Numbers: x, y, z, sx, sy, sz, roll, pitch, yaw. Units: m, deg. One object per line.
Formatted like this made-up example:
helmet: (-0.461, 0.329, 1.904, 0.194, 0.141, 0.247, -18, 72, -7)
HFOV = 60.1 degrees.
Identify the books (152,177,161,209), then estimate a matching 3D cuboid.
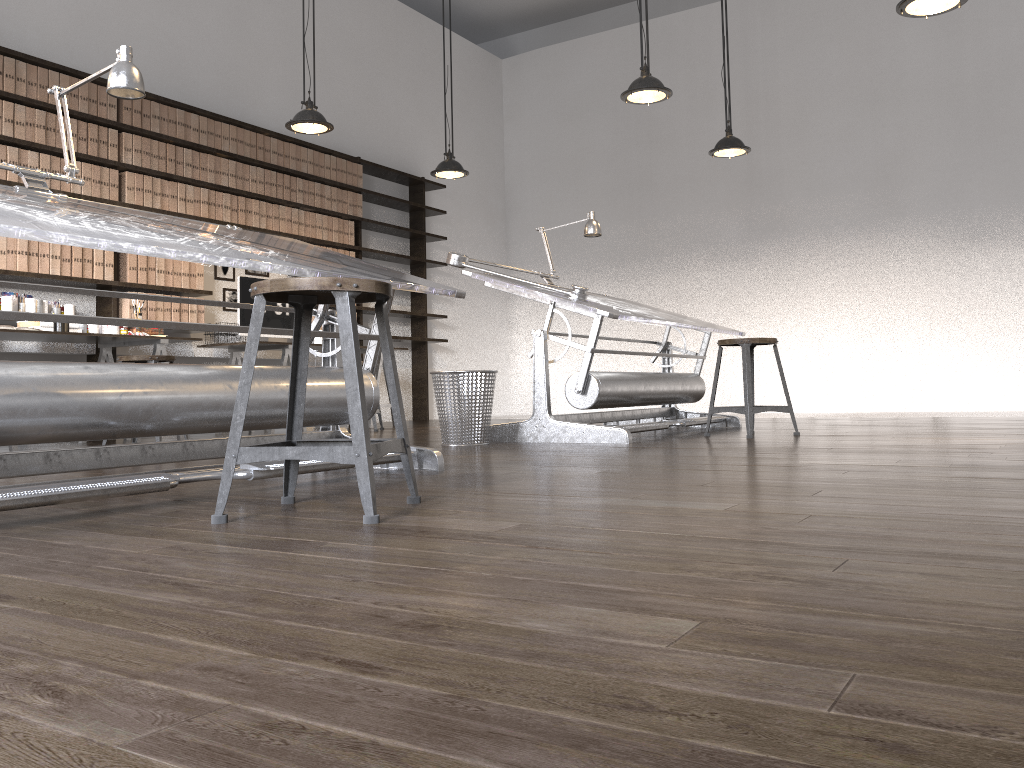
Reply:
books: (-2.594, -1.350, 6.333, 0.174, 0.226, 0.066, -3, -4, 32)

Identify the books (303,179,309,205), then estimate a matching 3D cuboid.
books: (-1.828, -1.625, 7.587, 0.174, 0.226, 0.066, -3, -4, 32)

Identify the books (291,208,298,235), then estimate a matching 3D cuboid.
books: (-1.886, -1.356, 7.457, 0.174, 0.226, 0.066, -3, -4, 32)

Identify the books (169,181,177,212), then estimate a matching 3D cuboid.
books: (-2.521, -1.351, 6.453, 0.174, 0.226, 0.066, -3, -4, 32)

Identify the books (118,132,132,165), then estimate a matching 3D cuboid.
books: (-2.722, -1.618, 6.155, 0.174, 0.226, 0.066, -3, -4, 32)

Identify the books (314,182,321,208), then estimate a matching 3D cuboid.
books: (-1.750, -1.626, 7.701, 0.174, 0.226, 0.067, -3, -4, 32)

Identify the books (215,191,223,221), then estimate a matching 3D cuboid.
books: (-2.304, -1.352, 6.801, 0.174, 0.226, 0.066, -3, -4, 32)

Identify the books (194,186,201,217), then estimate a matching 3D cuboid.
books: (-2.412, -1.352, 6.626, 0.174, 0.226, 0.066, -3, -4, 32)

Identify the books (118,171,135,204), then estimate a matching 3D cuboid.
books: (-2.705, -1.349, 6.158, 0.174, 0.226, 0.066, -3, -4, 32)

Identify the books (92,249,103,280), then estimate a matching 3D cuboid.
books: (-2.815, -0.801, 5.923, 0.174, 0.226, 0.067, -3, -4, 32)

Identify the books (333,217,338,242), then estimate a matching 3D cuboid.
books: (-1.629, -1.358, 7.867, 0.174, 0.226, 0.067, -3, -4, 32)

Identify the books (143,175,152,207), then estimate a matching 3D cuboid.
books: (-2.629, -1.350, 6.270, 0.174, 0.226, 0.066, -3, -4, 32)

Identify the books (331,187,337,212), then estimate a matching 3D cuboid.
books: (-1.643, -1.627, 7.873, 0.174, 0.226, 0.067, -3, -4, 32)

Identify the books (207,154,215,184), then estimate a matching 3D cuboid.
books: (-2.347, -1.621, 6.748, 0.174, 0.226, 0.067, -3, -4, 32)

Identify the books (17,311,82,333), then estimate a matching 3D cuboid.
books: (-2.769, -0.354, 5.353, 0.385, 0.148, 0.294, -2, -1, 32)

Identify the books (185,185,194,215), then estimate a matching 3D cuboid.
books: (-2.444, -1.351, 6.572, 0.174, 0.226, 0.066, -3, -4, 32)

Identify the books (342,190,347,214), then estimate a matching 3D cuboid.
books: (-1.574, -1.627, 7.995, 0.174, 0.226, 0.066, -3, -4, 32)

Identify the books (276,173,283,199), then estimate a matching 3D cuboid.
books: (-1.983, -1.624, 7.341, 0.174, 0.226, 0.066, -3, -4, 32)

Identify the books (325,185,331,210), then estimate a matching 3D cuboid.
books: (-1.683, -1.627, 7.813, 0.174, 0.226, 0.066, -3, -4, 32)

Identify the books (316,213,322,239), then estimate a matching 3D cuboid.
books: (-1.737, -1.357, 7.697, 0.174, 0.226, 0.067, -3, -4, 32)

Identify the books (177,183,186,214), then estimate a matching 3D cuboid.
books: (-2.481, -1.351, 6.510, 0.174, 0.226, 0.067, -3, -4, 32)

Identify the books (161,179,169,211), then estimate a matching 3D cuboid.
books: (-2.560, -1.350, 6.394, 0.174, 0.226, 0.066, -3, -4, 32)

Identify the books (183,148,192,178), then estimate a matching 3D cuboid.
books: (-2.459, -1.620, 6.572, 0.174, 0.226, 0.066, -3, -4, 32)

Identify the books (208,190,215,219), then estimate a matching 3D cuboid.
books: (-2.342, -1.352, 6.741, 0.174, 0.226, 0.066, -3, -4, 32)

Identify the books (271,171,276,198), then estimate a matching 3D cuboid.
books: (-2.021, -1.624, 7.276, 0.174, 0.226, 0.066, -3, -4, 32)

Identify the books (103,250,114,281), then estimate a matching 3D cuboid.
books: (-2.775, -0.801, 5.990, 0.174, 0.226, 0.066, -3, -4, 32)

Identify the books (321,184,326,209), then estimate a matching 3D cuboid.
books: (-1.718, -1.626, 7.760, 0.174, 0.226, 0.066, -3, -4, 32)

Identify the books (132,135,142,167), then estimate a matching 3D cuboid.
books: (-2.681, -1.619, 6.214, 0.174, 0.226, 0.066, -3, -4, 32)

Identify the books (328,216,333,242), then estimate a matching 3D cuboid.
books: (-1.668, -1.358, 7.813, 0.174, 0.226, 0.066, -3, -4, 32)

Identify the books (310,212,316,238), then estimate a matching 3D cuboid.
books: (-1.778, -1.357, 7.640, 0.174, 0.226, 0.066, -3, -4, 32)

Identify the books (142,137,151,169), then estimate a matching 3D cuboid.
books: (-2.642, -1.619, 6.276, 0.174, 0.226, 0.067, -3, -4, 32)

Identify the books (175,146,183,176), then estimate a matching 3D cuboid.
books: (-2.501, -1.620, 6.515, 0.174, 0.226, 0.066, -3, -4, 32)

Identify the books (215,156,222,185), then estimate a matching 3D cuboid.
books: (-2.315, -1.622, 6.807, 0.174, 0.226, 0.066, -3, -4, 32)

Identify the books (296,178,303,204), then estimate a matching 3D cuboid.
books: (-1.862, -1.625, 7.525, 0.174, 0.226, 0.066, -3, -4, 32)

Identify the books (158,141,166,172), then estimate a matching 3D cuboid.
books: (-2.580, -1.619, 6.388, 0.174, 0.226, 0.066, -3, -4, 32)

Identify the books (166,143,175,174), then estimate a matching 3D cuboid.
books: (-2.536, -1.620, 6.448, 0.174, 0.226, 0.067, -3, -4, 32)

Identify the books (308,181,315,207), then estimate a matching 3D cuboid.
books: (-1.790, -1.626, 7.647, 0.174, 0.226, 0.066, -3, -4, 32)

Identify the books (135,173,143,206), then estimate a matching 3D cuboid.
books: (-2.668, -1.350, 6.209, 0.174, 0.226, 0.067, -3, -4, 32)

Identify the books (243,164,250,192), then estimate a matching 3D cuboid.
books: (-2.171, -1.623, 7.042, 0.174, 0.226, 0.066, -3, -4, 32)

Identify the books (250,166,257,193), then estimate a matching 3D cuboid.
books: (-2.131, -1.623, 7.099, 0.174, 0.226, 0.066, -3, -4, 32)

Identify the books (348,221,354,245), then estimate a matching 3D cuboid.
books: (-1.519, -1.359, 8.046, 0.174, 0.226, 0.066, -3, -4, 32)

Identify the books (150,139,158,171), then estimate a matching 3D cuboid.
books: (-2.613, -1.619, 6.331, 0.174, 0.226, 0.066, -3, -4, 32)

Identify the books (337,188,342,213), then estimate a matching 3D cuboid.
books: (-1.609, -1.627, 7.935, 0.174, 0.226, 0.066, -3, -4, 32)

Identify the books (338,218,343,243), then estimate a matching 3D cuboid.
books: (-1.598, -1.358, 7.928, 0.174, 0.226, 0.066, -3, -4, 32)

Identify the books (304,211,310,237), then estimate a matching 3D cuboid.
books: (-1.816, -1.356, 7.581, 0.174, 0.226, 0.066, -3, -4, 32)

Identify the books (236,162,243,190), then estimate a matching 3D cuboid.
books: (-2.206, -1.622, 6.982, 0.174, 0.226, 0.066, -3, -4, 32)

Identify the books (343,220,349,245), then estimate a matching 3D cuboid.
books: (-1.560, -1.358, 7.988, 0.174, 0.226, 0.066, -3, -4, 32)

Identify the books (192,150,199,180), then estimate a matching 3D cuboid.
books: (-2.425, -1.621, 6.634, 0.174, 0.226, 0.066, -3, -4, 32)

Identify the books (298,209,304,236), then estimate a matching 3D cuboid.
books: (-1.850, -1.356, 7.520, 0.174, 0.226, 0.066, -3, -4, 32)

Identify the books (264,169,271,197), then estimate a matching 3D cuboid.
books: (-2.051, -1.624, 7.220, 0.174, 0.226, 0.067, -3, -4, 32)

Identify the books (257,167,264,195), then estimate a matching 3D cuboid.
books: (-2.089, -1.623, 7.158, 0.174, 0.226, 0.066, -3, -4, 32)

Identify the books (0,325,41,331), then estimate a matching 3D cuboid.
books: (-2.828, -0.301, 4.920, 0.256, 0.029, 0.354, -2, -1, 32)

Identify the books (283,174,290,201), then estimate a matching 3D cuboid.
books: (-1.939, -1.625, 7.401, 0.174, 0.226, 0.067, -3, -4, 32)

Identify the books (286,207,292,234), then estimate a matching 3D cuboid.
books: (-1.924, -1.356, 7.396, 0.174, 0.226, 0.067, -3, -4, 32)

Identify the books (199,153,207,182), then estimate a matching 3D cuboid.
books: (-2.387, -1.621, 6.694, 0.174, 0.226, 0.066, -3, -4, 32)

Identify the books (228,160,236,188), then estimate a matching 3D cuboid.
books: (-2.240, -1.622, 6.920, 0.174, 0.226, 0.067, -3, -4, 32)

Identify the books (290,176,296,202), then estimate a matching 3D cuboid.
books: (-1.904, -1.625, 7.467, 0.174, 0.226, 0.066, -3, -4, 32)
